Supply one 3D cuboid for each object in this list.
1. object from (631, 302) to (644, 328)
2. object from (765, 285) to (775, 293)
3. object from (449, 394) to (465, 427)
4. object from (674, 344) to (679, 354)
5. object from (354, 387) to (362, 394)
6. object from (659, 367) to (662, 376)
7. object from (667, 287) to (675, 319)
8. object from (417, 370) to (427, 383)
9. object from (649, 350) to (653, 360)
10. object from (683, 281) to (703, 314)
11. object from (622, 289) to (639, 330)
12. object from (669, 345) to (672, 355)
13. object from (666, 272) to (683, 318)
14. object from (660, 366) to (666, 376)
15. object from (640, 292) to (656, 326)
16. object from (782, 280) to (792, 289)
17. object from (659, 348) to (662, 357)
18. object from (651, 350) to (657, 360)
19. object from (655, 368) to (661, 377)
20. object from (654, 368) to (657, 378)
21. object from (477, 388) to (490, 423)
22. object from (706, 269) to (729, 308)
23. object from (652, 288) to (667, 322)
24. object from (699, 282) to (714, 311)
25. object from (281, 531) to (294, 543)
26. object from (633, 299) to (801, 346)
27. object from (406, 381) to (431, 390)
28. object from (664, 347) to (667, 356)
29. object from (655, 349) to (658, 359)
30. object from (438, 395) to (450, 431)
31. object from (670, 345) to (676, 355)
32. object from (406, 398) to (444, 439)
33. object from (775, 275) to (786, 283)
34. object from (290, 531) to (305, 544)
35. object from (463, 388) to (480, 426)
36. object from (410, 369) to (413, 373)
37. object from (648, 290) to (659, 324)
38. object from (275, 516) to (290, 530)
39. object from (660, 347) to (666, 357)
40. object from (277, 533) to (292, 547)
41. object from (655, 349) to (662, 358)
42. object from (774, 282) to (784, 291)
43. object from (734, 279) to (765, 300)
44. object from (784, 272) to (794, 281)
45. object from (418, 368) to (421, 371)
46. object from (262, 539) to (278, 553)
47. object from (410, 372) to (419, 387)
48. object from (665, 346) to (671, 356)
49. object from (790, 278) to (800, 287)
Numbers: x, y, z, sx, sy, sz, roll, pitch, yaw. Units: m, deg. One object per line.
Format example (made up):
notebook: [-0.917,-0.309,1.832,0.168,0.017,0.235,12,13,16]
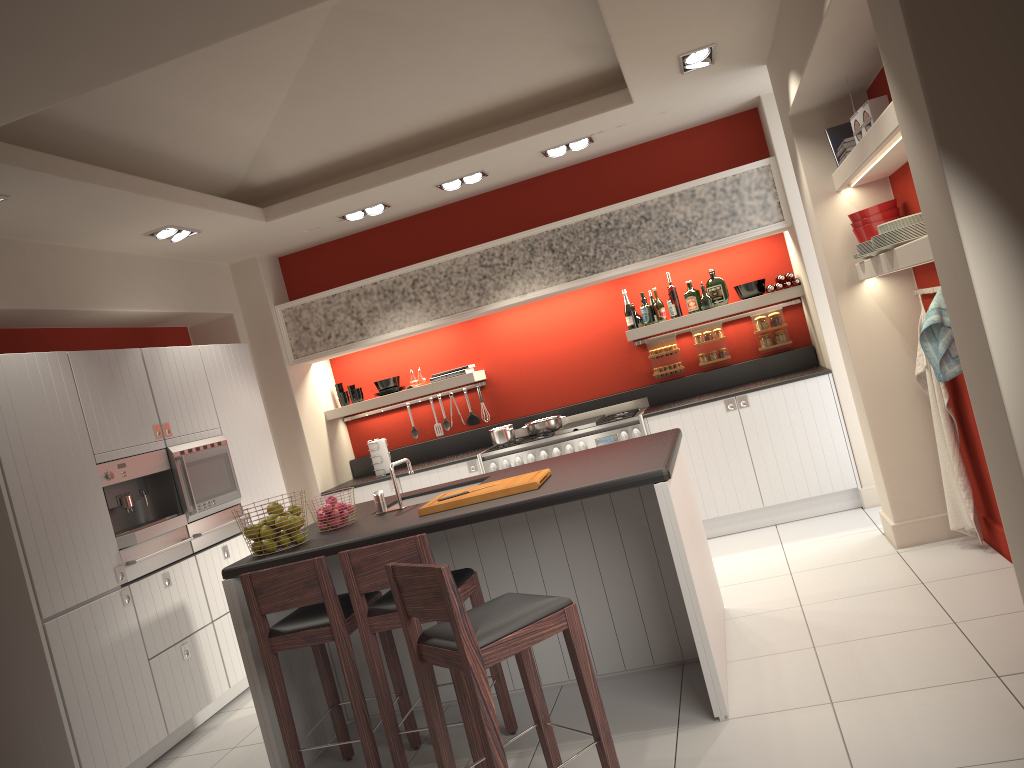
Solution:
object: [1.006,-0.564,7.253,0.113,0.226,0.113,-15,0,-35]
object: [1.998,-0.734,6.850,0.062,0.062,0.366,-15,1,13]
object: [-0.503,0.224,7.692,0.124,0.297,0.009,-15,0,13]
object: [1.330,-0.285,7.208,0.034,0.078,0.034,-14,0,34]
object: [-1.325,0.075,7.667,0.070,0.076,0.070,-15,0,-16]
object: [1.218,-0.103,7.245,0.034,0.078,0.034,-14,0,34]
object: [1.297,-0.657,7.135,0.094,0.263,0.094,-15,0,-20]
object: [-0.783,-0.053,7.635,0.077,0.134,0.076,-15,0,-3]
object: [1.144,-0.237,7.253,0.034,0.078,0.034,-14,0,34]
object: [1.437,-0.692,7.056,0.112,0.260,0.071,-14,0,42]
object: [0.933,-0.596,7.078,0.083,0.331,0.083,-15,0,-16]
object: [1.293,-0.276,7.217,0.034,0.078,0.034,-14,0,34]
object: [1.284,-0.706,7.039,0.062,0.366,0.210,-15,0,13]
object: [1.227,-0.105,7.203,0.034,0.078,0.034,-14,0,34]
object: [1.063,-0.596,7.027,0.094,0.264,0.094,-15,0,2]
object: [2.121,-0.766,6.842,0.061,0.061,0.366,-15,1,13]
object: [1.218,-0.256,7.235,0.034,0.078,0.034,-14,0,34]
object: [1.152,-0.239,7.211,0.034,0.078,0.034,-14,0,34]
object: [1.190,-0.096,7.212,0.034,0.078,0.034,-14,0,34]
object: [1.182,-0.094,7.253,0.034,0.078,0.034,-14,0,34]
object: [-0.254,0.174,7.633,0.069,0.328,0.069,-15,0,-9]
object: [1.615,-0.760,7.022,0.186,0.303,0.057,-14,0,43]
object: [1.175,-0.634,7.109,0.080,0.278,0.080,-15,0,17]
object: [1.503,-0.691,6.912,0.113,0.226,0.113,-15,0,25]
object: [-1.048,0.713,4.195,0.084,0.079,0.086,-15,0,-32]
object: [1.646,-0.495,7.186,1.354,0.034,0.048,-15,0,13]
object: [-0.797,0.009,7.601,0.160,0.027,0.183,-14,1,42]
object: [1.256,-0.266,7.226,0.034,0.078,0.034,-14,0,34]
object: [1.181,-0.247,7.244,0.034,0.078,0.034,-14,0,34]
object: [-0.596,0.252,7.713,0.067,0.323,0.022,-15,0,12]
object: [1.299,-0.277,7.176,0.034,0.078,0.034,-14,0,34]
object: [-0.771,0.312,7.754,0.287,0.351,0.022,-15,0,14]
object: [2.078,-0.811,6.851,0.062,0.062,0.366,-15,1,13]
object: [-0.997,0.708,4.125,0.068,0.068,0.068,-15,0,24]
object: [-0.365,0.197,7.678,0.123,0.331,0.040,-15,0,13]
object: [-0.859,-0.110,7.568,0.023,0.031,0.024,-15,0,-35]
object: [1.152,-0.627,7.204,0.083,0.277,0.084,-15,0,17]
object: [-1.056,0.638,4.078,0.067,0.068,0.067,-15,0,-24]
object: [1.226,-0.258,7.193,0.034,0.078,0.034,-14,0,34]
object: [-1.057,0.724,4.116,0.068,0.068,0.068,-15,0,24]
object: [1.189,-0.248,7.202,0.034,0.078,0.034,-14,0,34]
object: [2.057,-0.750,6.836,0.062,0.062,0.366,-15,1,13]
object: [1.881,-0.737,6.973,0.251,0.121,0.251,-15,0,-5]
object: [2.132,-0.825,6.814,0.062,0.062,0.366,-15,1,13]
object: [-0.800,-0.125,7.636,0.026,0.032,0.023,-15,0,-4]
object: [-1.107,0.738,4.052,0.068,0.068,0.068,-15,0,24]
object: [-0.839,-0.037,7.568,0.076,0.131,0.076,-15,0,-34]
object: [1.263,-0.268,7.184,0.034,0.078,0.034,-14,0,34]
object: [2.176,-0.780,6.809,0.061,0.061,0.366,-15,1,13]
